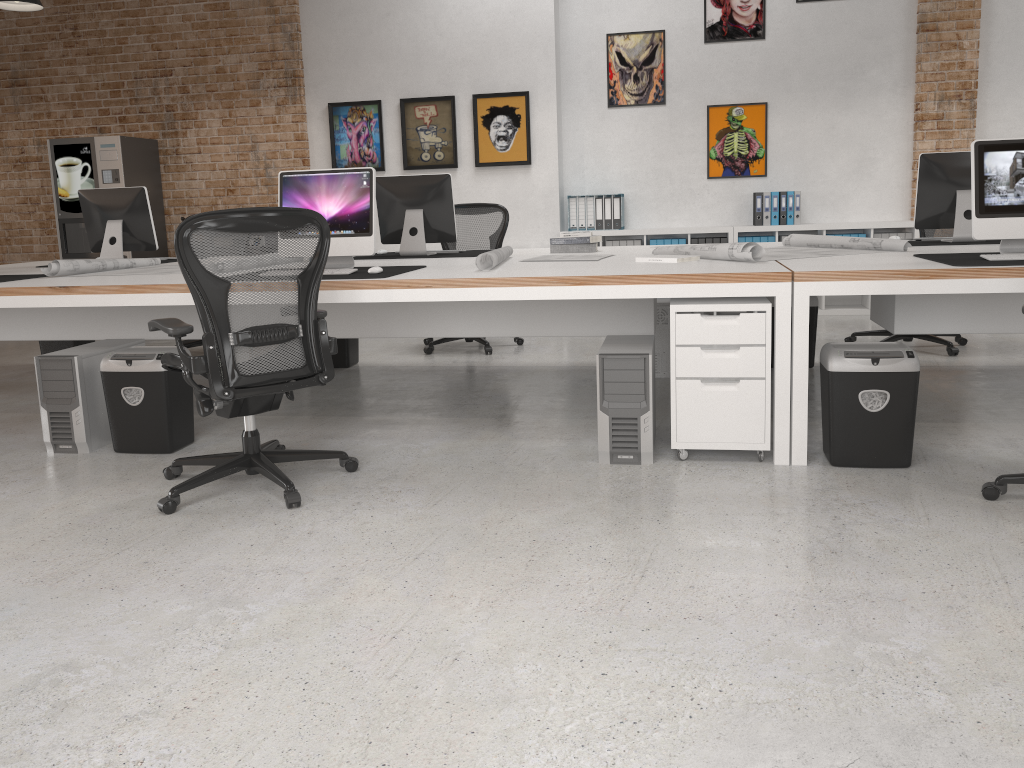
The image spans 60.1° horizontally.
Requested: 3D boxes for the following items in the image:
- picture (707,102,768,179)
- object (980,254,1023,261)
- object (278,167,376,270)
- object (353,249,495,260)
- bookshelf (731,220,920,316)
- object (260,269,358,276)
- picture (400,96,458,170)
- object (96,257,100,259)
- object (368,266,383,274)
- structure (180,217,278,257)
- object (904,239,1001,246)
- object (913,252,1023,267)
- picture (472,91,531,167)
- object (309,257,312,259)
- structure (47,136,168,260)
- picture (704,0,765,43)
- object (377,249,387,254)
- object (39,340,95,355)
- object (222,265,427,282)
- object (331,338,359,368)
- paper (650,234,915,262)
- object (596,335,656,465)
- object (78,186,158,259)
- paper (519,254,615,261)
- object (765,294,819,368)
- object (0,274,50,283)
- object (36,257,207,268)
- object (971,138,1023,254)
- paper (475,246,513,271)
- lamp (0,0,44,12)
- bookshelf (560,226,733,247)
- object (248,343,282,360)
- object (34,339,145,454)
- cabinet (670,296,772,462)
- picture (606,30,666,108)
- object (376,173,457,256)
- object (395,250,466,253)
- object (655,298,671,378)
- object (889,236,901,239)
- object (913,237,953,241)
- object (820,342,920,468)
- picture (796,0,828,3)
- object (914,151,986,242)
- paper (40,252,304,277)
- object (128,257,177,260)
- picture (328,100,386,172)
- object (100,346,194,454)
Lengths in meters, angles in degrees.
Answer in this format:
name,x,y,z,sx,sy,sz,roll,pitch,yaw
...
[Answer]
name,x,y,z,sx,sy,sz,roll,pitch,yaw
picture,2.054,-2.218,8.087,0.532,0.657,0.018,0,9,11
object,2.104,-0.504,3.500,0.439,0.017,0.119,0,12,11
object,-0.878,-0.787,4.256,0.483,0.481,0.191,0,9,11
object,-0.549,-0.809,5.537,0.848,0.008,0.693,0,12,12
bookshelf,2.766,-1.035,7.938,1.543,0.794,0.403,0,9,11
object,-0.936,-0.513,4.080,0.439,0.017,0.119,0,12,11
picture,-0.770,-2.329,8.233,0.524,0.648,0.042,0,9,11
object,-2.824,-0.858,6.082,0.059,0.028,0.107,0,11,10
object,-0.616,-0.517,4.010,0.059,0.028,0.107,0,11,10
structure,-2.614,-1.084,8.478,1.058,1.049,0.507,0,9,11
object,2.495,-0.800,4.958,0.848,0.008,0.693,0,12,10
object,2.161,-0.514,3.602,0.848,0.008,0.693,0,12,11
picture,-0.091,-2.327,8.103,0.524,0.648,0.042,0,9,11
object,-1.113,-0.910,5.377,0.150,0.310,0.283,0,10,11
structure,-3.857,-1.435,8.551,0.750,1.796,0.643,0,9,11
picture,1.987,-3.405,7.910,0.532,0.657,0.018,0,9,11
object,-0.838,-0.852,5.704,0.059,0.028,0.107,0,11,10
object,-3.267,-0.362,6.505,0.338,0.462,0.252,0,9,11
object,-0.897,-0.523,4.184,0.848,0.008,0.693,0,12,11
object,-1.244,-0.356,6.120,0.338,0.462,0.252,0,9,11
paper,1.339,-0.703,4.505,1.077,0.105,0.982,-7,13,-24
object,0.502,0.054,3.821,0.221,0.451,0.546,0,10,11
object,-2.577,-1.032,5.769,0.483,0.481,0.191,0,9,11
paper,0.300,-0.670,4.683,0.429,0.001,0.488,2,12,19
object,1.727,-0.347,5.554,0.338,0.462,0.252,0,9,11
object,-2.926,-0.529,4.571,0.848,0.008,0.693,0,12,11
object,-2.592,-0.815,5.927,0.848,0.008,0.693,0,12,12
object,2.162,-0.778,3.677,0.483,0.481,0.191,0,9,11
paper,-0.074,-0.658,4.525,0.083,0.082,1.144,-1,11,6
lamp,-3.825,-3.569,6.705,0.362,1.352,0.364,-4,9,-11
bookshelf,1.247,-1.040,8.228,1.543,0.794,0.403,0,9,11
object,-1.575,-0.322,6.043,0.221,0.451,0.548,0,10,11
object,-2.018,0.047,4.301,0.221,0.451,0.546,0,10,11
cabinet,0.868,-0.041,3.737,0.387,0.643,0.463,0,10,11
picture,1.142,-2.897,8.153,0.532,0.657,0.018,0,9,11
object,-0.592,-1.027,5.391,0.483,0.481,0.191,0,9,11
object,-0.518,-0.843,5.637,0.439,0.017,0.119,0,12,11
object,0.893,-0.314,5.573,0.221,0.451,0.548,0,10,11
object,2.215,-0.843,5.123,0.059,0.028,0.107,0,11,12
object,2.536,-0.834,5.055,0.439,0.017,0.119,0,12,11
object,1.406,0.080,3.503,0.338,0.462,0.252,0,9,11
picture,2.757,-3.688,7.718,0.532,0.657,0.018,0,9,11
object,2.461,-1.017,4.809,0.483,0.481,0.191,0,9,11
paper,-1.849,-0.683,4.967,1.075,0.105,0.984,0,12,8
object,-2.503,-0.849,6.015,0.439,0.017,0.119,0,12,11
picture,-1.463,-2.331,8.365,0.524,0.648,0.042,0,9,11
object,-1.674,0.071,4.089,0.338,0.462,0.252,0,9,11
